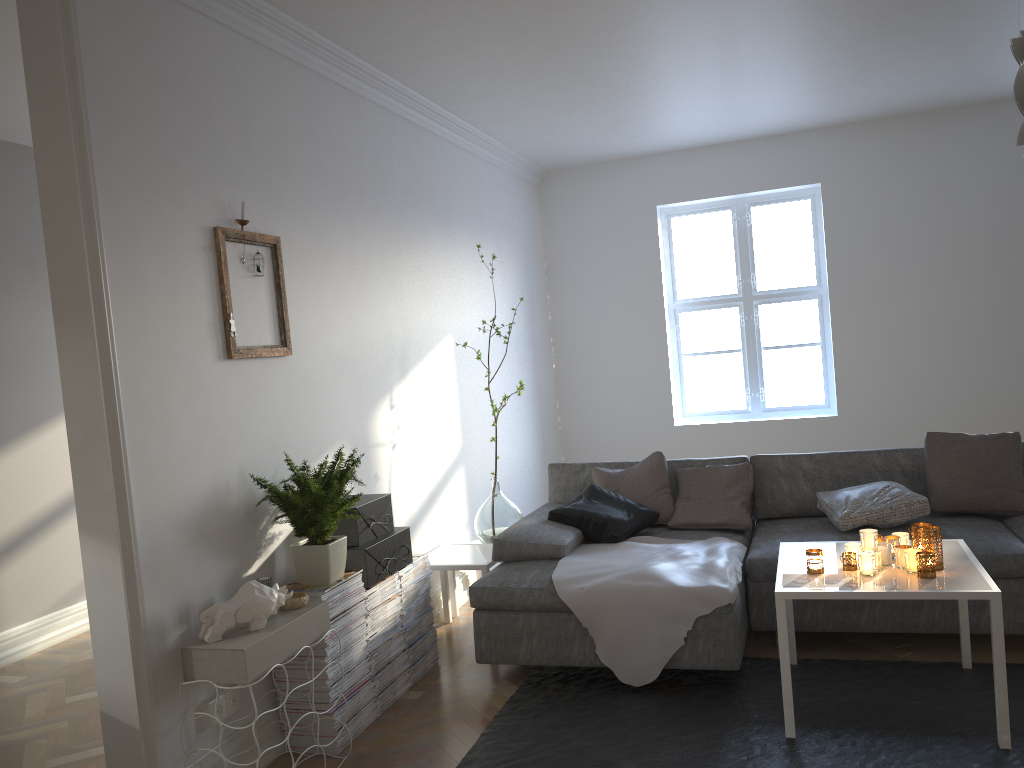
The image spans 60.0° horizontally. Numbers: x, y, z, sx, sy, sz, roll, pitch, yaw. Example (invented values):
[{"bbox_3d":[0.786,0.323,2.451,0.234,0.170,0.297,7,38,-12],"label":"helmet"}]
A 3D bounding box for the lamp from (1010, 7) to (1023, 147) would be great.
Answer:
[{"bbox_3d":[1.357,-1.083,2.079,0.354,1.066,0.355,-7,3,-29],"label":"lamp"}]

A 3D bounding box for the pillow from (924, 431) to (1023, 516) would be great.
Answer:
[{"bbox_3d":[2.151,0.411,4.125,0.426,0.390,0.241,-4,3,19],"label":"pillow"}]

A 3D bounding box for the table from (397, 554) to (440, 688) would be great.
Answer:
[{"bbox_3d":[-0.507,1.038,3.927,0.247,0.499,0.327,-4,3,18],"label":"table"}]

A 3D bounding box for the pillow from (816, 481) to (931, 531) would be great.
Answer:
[{"bbox_3d":[1.656,0.566,4.085,0.404,0.194,0.405,-5,2,5],"label":"pillow"}]

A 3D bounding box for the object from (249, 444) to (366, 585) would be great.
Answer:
[{"bbox_3d":[-0.722,0.497,3.295,0.368,0.527,0.437,-4,3,19],"label":"object"}]

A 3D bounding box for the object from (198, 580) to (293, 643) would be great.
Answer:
[{"bbox_3d":[-0.846,0.708,2.831,0.310,0.150,0.137,-7,3,-42],"label":"object"}]

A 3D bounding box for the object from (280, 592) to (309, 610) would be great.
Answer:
[{"bbox_3d":[-0.749,0.743,3.049,0.104,0.046,0.099,-6,2,-25],"label":"object"}]

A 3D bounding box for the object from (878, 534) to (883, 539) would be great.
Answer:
[{"bbox_3d":[1.367,0.602,3.327,0.047,0.068,0.054,-6,3,-21],"label":"object"}]

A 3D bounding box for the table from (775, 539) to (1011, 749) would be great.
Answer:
[{"bbox_3d":[1.329,0.897,3.201,0.675,0.505,0.714,-4,2,18],"label":"table"}]

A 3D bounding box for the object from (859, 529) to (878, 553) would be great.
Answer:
[{"bbox_3d":[1.242,0.546,3.082,0.060,0.073,0.060,-3,3,34],"label":"object"}]

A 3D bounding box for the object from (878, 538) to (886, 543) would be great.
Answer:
[{"bbox_3d":[1.334,0.605,3.233,0.060,0.073,0.060,-3,4,43],"label":"object"}]

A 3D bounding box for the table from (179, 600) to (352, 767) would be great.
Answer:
[{"bbox_3d":[-0.805,1.065,2.915,0.299,0.576,0.552,-4,3,19],"label":"table"}]

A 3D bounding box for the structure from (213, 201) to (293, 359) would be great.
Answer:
[{"bbox_3d":[-0.960,-0.387,3.311,0.053,0.575,0.398,-4,3,16],"label":"structure"}]

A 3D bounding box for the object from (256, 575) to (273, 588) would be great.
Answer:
[{"bbox_3d":[-0.850,0.710,3.012,0.062,0.134,0.123,-7,3,-31],"label":"object"}]

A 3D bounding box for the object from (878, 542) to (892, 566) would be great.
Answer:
[{"bbox_3d":[1.326,0.608,3.167,0.060,0.073,0.060,-6,3,-26],"label":"object"}]

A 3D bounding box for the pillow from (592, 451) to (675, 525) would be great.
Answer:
[{"bbox_3d":[0.640,0.566,4.637,0.430,0.403,0.324,-5,3,6],"label":"pillow"}]

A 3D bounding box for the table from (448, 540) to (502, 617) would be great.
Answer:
[{"bbox_3d":[-0.068,1.058,4.860,0.423,0.319,0.436,-4,3,18],"label":"table"}]

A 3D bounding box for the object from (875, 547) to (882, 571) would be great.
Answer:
[{"bbox_3d":[1.269,0.615,3.114,0.060,0.073,0.060,-5,3,-2],"label":"object"}]

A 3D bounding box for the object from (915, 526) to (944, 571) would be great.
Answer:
[{"bbox_3d":[1.444,0.568,3.064,0.087,0.140,0.090,-6,3,-11],"label":"object"}]

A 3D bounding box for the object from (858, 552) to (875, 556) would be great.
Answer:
[{"bbox_3d":[1.226,0.618,3.062,0.056,0.067,0.056,-6,3,-20],"label":"object"}]

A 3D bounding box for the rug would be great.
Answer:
[{"bbox_3d":[0.775,1.208,2.715,2.016,0.055,2.109,-5,2,18],"label":"rug"}]

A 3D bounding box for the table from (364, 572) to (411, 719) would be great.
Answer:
[{"bbox_3d":[-0.605,1.058,3.629,0.247,0.499,0.327,-4,3,18],"label":"table"}]

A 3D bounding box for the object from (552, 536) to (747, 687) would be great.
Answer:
[{"bbox_3d":[0.589,0.944,3.790,0.812,0.437,0.725,-5,2,17],"label":"object"}]

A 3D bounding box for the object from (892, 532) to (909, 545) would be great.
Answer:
[{"bbox_3d":[1.446,0.593,3.298,0.060,0.073,0.060,-6,3,-20],"label":"object"}]

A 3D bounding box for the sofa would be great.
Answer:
[{"bbox_3d":[1.289,0.765,4.008,2.633,0.773,1.553,-5,2,19],"label":"sofa"}]

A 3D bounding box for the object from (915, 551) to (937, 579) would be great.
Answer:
[{"bbox_3d":[1.389,0.607,2.973,0.060,0.079,0.060,-5,3,9],"label":"object"}]

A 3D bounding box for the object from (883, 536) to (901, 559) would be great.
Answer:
[{"bbox_3d":[1.396,0.599,3.254,0.060,0.073,0.060,-3,4,43],"label":"object"}]

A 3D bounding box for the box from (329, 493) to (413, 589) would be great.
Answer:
[{"bbox_3d":[-0.604,0.645,3.717,0.298,0.316,0.419,-4,3,18],"label":"box"}]

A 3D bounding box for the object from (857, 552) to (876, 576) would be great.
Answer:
[{"bbox_3d":[1.227,0.621,3.062,0.060,0.073,0.060,-5,3,-2],"label":"object"}]

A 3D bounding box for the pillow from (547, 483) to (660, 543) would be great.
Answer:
[{"bbox_3d":[0.450,0.642,4.334,0.402,0.248,0.420,-3,3,39],"label":"pillow"}]

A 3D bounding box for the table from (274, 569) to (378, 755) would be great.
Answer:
[{"bbox_3d":[-0.706,1.029,3.334,0.247,0.597,0.321,-4,3,18],"label":"table"}]

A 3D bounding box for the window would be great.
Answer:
[{"bbox_3d":[1.834,-0.585,6.921,1.201,1.711,0.077,-4,3,18],"label":"window"}]

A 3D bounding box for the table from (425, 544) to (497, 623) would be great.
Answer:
[{"bbox_3d":[-0.229,1.044,4.381,0.423,0.412,0.436,-4,3,18],"label":"table"}]

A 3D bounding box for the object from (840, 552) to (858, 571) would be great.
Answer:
[{"bbox_3d":[1.195,0.629,3.141,0.050,0.058,0.052,-6,3,-12],"label":"object"}]

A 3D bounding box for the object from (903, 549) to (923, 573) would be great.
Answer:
[{"bbox_3d":[1.378,0.608,3.043,0.060,0.073,0.060,-5,3,7],"label":"object"}]

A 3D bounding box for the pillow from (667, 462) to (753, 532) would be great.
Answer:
[{"bbox_3d":[1.000,0.569,4.460,0.415,0.311,0.336,-4,3,24],"label":"pillow"}]

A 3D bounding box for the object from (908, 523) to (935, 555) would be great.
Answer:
[{"bbox_3d":[1.515,0.572,3.272,0.080,0.104,0.080,-5,3,9],"label":"object"}]

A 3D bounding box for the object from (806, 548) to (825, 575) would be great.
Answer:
[{"bbox_3d":[1.075,0.629,3.146,0.060,0.079,0.060,-5,3,13],"label":"object"}]

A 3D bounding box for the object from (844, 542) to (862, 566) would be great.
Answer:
[{"bbox_3d":[1.236,0.615,3.206,0.060,0.073,0.060,-3,4,43],"label":"object"}]

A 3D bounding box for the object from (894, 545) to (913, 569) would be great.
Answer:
[{"bbox_3d":[1.374,0.606,3.107,0.060,0.073,0.060,-5,3,7],"label":"object"}]

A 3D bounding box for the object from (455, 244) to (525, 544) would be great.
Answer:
[{"bbox_3d":[-0.049,0.063,4.658,0.339,1.676,0.776,-6,3,-22],"label":"object"}]
